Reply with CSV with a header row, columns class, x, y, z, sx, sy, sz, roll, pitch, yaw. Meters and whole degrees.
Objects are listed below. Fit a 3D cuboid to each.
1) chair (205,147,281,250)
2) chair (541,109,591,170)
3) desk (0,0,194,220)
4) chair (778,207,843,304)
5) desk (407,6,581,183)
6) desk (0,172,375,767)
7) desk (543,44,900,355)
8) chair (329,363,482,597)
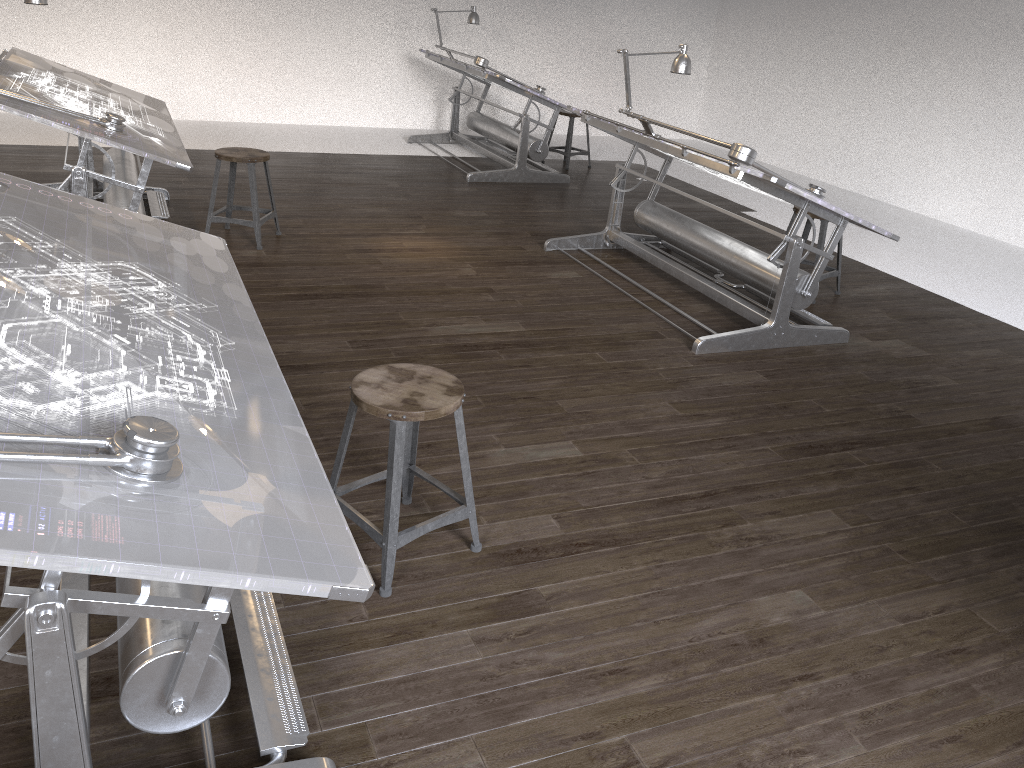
class,x,y,z,sx,sy,sz,roll,pitch,yaw
chair,-1.597,-1.109,5.251,0.358,0.518,0.378,7,23,2
chair,0.560,-2.393,8.665,0.362,0.518,0.374,26,29,39
desk,-2.394,-1.471,4.807,1.078,1.362,2.104,-4,25,-24
chair,1.836,-0.816,5.453,0.362,0.518,0.374,26,29,39
desk,-0.241,-2.747,8.200,1.078,1.362,2.104,-4,25,-24
desk,-1.071,-0.066,1.995,1.078,1.362,2.319,-4,26,-24
desk,1.034,-1.171,4.993,1.078,1.362,2.104,-4,25,-24
chair,-0.315,0.244,2.543,0.362,0.518,0.374,26,29,39
